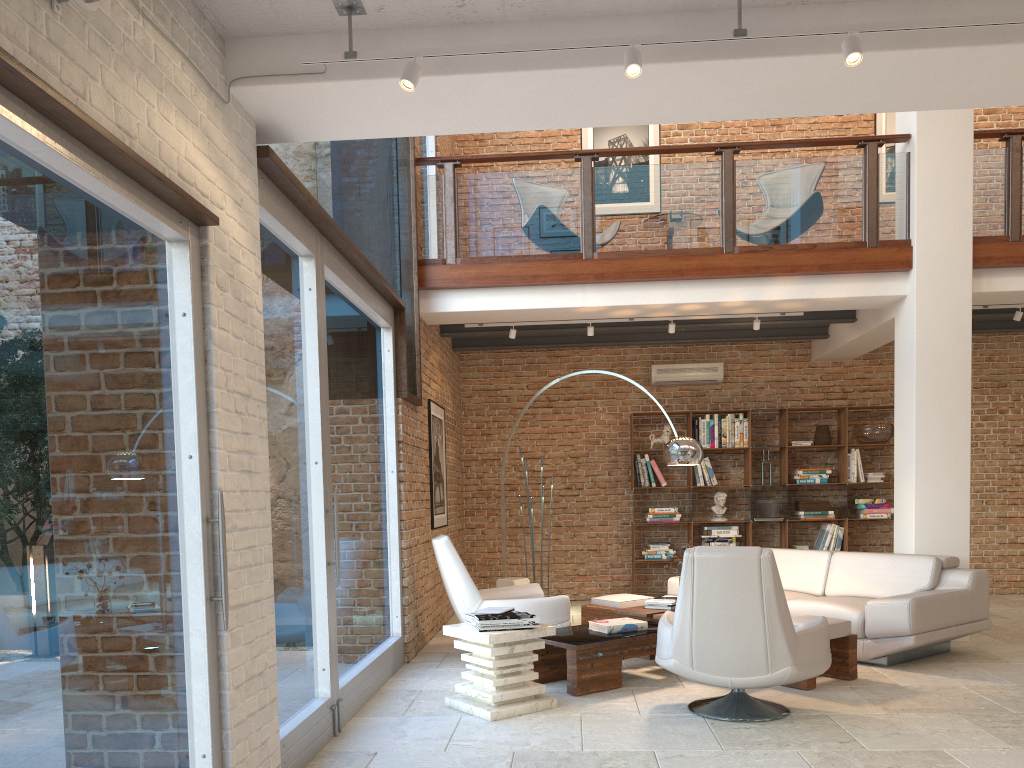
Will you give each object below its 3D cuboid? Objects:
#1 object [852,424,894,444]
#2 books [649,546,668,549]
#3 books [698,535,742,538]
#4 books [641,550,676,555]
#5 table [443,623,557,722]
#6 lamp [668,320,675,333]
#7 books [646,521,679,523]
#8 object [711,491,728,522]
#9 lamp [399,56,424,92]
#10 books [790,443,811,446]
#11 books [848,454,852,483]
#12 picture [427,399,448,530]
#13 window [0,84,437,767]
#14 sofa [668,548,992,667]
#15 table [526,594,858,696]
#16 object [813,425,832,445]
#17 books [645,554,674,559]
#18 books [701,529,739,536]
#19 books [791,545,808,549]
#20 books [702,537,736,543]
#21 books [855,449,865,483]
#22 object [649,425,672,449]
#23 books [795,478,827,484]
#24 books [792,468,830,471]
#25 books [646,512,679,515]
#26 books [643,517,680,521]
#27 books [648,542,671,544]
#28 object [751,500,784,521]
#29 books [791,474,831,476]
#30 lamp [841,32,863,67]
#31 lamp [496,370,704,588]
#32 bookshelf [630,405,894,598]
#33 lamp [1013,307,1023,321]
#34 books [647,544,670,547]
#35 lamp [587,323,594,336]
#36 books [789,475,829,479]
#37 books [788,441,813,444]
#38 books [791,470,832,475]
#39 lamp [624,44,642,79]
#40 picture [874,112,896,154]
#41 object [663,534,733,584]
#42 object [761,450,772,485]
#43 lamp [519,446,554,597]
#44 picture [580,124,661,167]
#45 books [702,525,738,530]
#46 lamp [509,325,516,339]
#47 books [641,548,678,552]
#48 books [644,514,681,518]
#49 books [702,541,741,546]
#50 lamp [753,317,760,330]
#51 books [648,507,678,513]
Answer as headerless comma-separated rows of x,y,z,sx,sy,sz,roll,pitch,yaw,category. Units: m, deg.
4.082,0.574,9.852,0.436,0.218,0.440,4,-7,-44,object
1.705,1.897,10.122,0.206,0.034,0.133,-2,-7,4,books
2.392,1.749,10.041,0.444,0.020,0.273,-2,-7,4,books
1.692,1.950,10.113,0.380,0.036,0.245,-2,-7,4,books
-0.075,1.722,5.318,0.494,0.504,0.496,0,-2,-36,table
1.470,-0.522,8.015,0.061,0.129,0.086,-1,0,6,lamp
1.737,1.590,10.082,0.356,0.020,0.273,-2,-7,4,books
2.382,1.406,10.024,0.196,0.350,0.193,-1,1,19,object
-0.359,-1.098,3.090,0.087,0.129,0.059,-1,1,-36,lamp
3.262,0.688,9.873,0.206,0.034,0.133,-2,-7,4,books
3.791,0.960,9.906,0.055,0.329,0.254,-1,-1,4,books
-0.707,0.788,8.364,0.027,1.195,0.913,-1,0,4,picture
-1.406,-1.467,2.939,0.648,6.370,12.397,-1,-5,4,window
2.507,1.773,7.204,1.143,0.753,2.343,2,-7,-36,sofa
1.033,1.855,6.296,1.970,0.428,2.219,3,-8,-35,table
3.507,0.581,9.847,0.193,0.233,0.193,-1,-1,-39,object
1.713,1.994,10.106,0.327,0.055,0.256,-3,-7,14,books
2.400,1.708,10.055,0.379,0.064,0.246,-1,-6,-2,books
3.307,1.872,10.014,0.132,0.033,0.207,-1,-7,-1,books
2.375,1.787,10.032,0.326,0.055,0.256,-1,-7,-1,books
3.922,0.931,9.917,0.101,0.383,0.243,-1,0,4,books
1.698,0.606,9.974,0.252,0.283,0.130,-2,2,12,object
3.408,1.110,9.940,0.327,0.055,0.256,-3,-7,14,books
3.400,0.981,9.943,0.356,0.020,0.274,-2,-7,2,books
1.735,1.497,10.083,0.356,0.020,0.274,-2,-7,2,books
1.727,1.561,10.075,0.379,0.036,0.246,-1,-7,-1,books
1.707,1.843,10.105,0.252,0.017,0.163,-2,-7,4,books
2.905,1.444,9.966,0.336,0.233,0.284,-2,-3,4,object
3.401,1.036,9.935,0.379,0.018,0.246,-1,-7,-3,books
1.163,-1.146,2.981,0.061,0.129,0.086,-1,0,6,lamp
0.709,1.058,7.463,2.036,2.350,0.317,-2,2,40,lamp
2.905,1.398,9.980,3.034,2.203,0.363,-2,3,4,bookshelf
4.533,-0.617,7.807,0.059,0.129,0.086,-2,1,-26,lamp
1.700,1.872,10.128,0.236,0.019,0.172,-1,-7,-3,books
0.727,-0.503,8.065,0.061,0.121,0.086,-1,0,6,lamp
3.386,1.065,9.947,0.380,0.036,0.245,-2,-7,4,books
3.256,0.663,9.878,0.236,0.019,0.172,-1,-7,-3,books
3.401,1.007,9.924,0.379,0.036,0.246,-1,-7,-3,books
0.420,-1.128,3.030,0.061,0.121,0.086,-1,0,6,lamp
4.563,-2.653,9.843,0.914,1.198,0.027,-1,3,4,picture
1.410,1.386,6.395,0.541,0.607,0.316,-1,1,-25,object
2.894,0.949,9.916,0.121,0.399,0.061,-1,3,6,object
0.259,1.589,9.517,0.417,1.821,0.199,-3,4,-26,lamp
1.256,-2.550,10.065,0.914,1.198,0.027,-1,3,4,picture
2.394,1.657,10.048,0.380,0.036,0.245,-2,-7,4,books
0.006,-0.477,8.111,0.059,0.129,0.086,-2,1,-26,lamp
1.706,1.920,10.100,0.379,0.018,0.246,-1,-7,-3,books
1.737,1.523,10.065,0.379,0.036,0.246,-1,-7,-3,books
2.405,1.848,10.045,0.379,0.064,0.246,0,-7,-9,books
2.238,-0.551,7.973,0.061,0.115,0.094,-1,-1,10,lamp
1.743,1.458,10.078,0.327,0.055,0.256,-2,-7,6,books
